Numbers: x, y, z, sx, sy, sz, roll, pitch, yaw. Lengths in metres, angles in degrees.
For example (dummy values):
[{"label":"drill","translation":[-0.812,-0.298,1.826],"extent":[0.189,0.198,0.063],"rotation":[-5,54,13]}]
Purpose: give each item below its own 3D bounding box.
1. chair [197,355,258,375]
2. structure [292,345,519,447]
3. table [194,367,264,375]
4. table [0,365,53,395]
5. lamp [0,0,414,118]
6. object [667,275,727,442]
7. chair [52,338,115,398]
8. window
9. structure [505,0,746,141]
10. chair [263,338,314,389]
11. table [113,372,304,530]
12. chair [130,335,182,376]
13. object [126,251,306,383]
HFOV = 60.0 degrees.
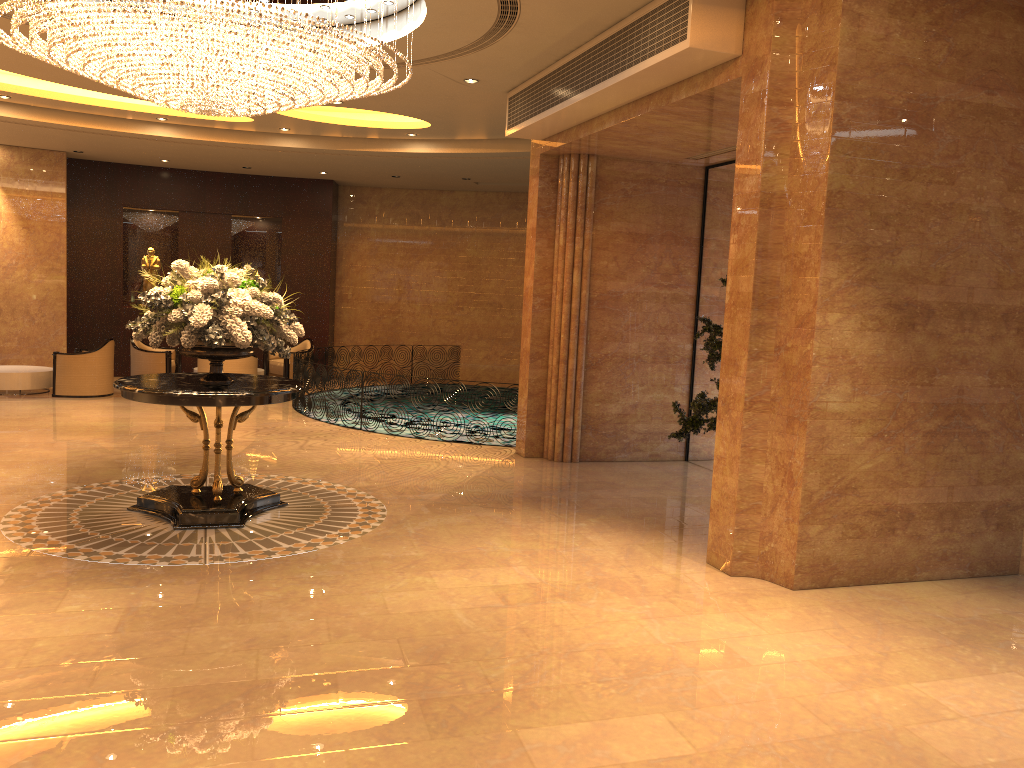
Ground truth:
[{"label":"chair","translation":[-4.625,-0.217,14.482],"extent":[0.951,0.916,0.769],"rotation":[0,6,-24]},{"label":"structure","translation":[-1.715,0.025,14.963],"extent":[3.815,0.995,7.624],"rotation":[3,6,0]},{"label":"table","translation":[-5.032,-0.087,15.780],"extent":[1.196,0.354,1.196],"rotation":[4,6,9]},{"label":"table","translation":[-7.942,-0.064,14.133],"extent":[1.196,0.354,1.196],"rotation":[4,6,8]},{"label":"lamp","translation":[-2.399,-2.752,7.030],"extent":[3.206,1.196,3.204],"rotation":[5,6,18]},{"label":"object","translation":[2.072,0.055,7.884],"extent":[1.250,2.363,0.843],"rotation":[-2,7,-38]},{"label":"chair","translation":[-6.750,-0.284,14.102],"extent":[0.769,0.916,0.951],"rotation":[2,6,-4]},{"label":"window","translation":[2.785,-0.608,9.049],"extent":[0.047,3.571,3.515],"rotation":[1,6,-19]},{"label":"structure","translation":[0.789,-2.801,8.126],"extent":[0.425,0.483,4.113],"rotation":[1,6,-19]},{"label":"chair","translation":[-4.109,-0.396,16.503],"extent":[0.769,0.916,0.951],"rotation":[-3,8,-43]},{"label":"table","translation":[-2.508,0.517,7.382],"extent":[1.493,1.089,1.493],"rotation":[0,6,-25]},{"label":"chair","translation":[-6.129,-0.365,15.205],"extent":[0.769,0.916,0.951],"rotation":[2,6,-9]},{"label":"object","translation":[-2.429,-0.516,7.254],"extent":[1.277,0.999,1.318],"rotation":[4,6,12]}]
